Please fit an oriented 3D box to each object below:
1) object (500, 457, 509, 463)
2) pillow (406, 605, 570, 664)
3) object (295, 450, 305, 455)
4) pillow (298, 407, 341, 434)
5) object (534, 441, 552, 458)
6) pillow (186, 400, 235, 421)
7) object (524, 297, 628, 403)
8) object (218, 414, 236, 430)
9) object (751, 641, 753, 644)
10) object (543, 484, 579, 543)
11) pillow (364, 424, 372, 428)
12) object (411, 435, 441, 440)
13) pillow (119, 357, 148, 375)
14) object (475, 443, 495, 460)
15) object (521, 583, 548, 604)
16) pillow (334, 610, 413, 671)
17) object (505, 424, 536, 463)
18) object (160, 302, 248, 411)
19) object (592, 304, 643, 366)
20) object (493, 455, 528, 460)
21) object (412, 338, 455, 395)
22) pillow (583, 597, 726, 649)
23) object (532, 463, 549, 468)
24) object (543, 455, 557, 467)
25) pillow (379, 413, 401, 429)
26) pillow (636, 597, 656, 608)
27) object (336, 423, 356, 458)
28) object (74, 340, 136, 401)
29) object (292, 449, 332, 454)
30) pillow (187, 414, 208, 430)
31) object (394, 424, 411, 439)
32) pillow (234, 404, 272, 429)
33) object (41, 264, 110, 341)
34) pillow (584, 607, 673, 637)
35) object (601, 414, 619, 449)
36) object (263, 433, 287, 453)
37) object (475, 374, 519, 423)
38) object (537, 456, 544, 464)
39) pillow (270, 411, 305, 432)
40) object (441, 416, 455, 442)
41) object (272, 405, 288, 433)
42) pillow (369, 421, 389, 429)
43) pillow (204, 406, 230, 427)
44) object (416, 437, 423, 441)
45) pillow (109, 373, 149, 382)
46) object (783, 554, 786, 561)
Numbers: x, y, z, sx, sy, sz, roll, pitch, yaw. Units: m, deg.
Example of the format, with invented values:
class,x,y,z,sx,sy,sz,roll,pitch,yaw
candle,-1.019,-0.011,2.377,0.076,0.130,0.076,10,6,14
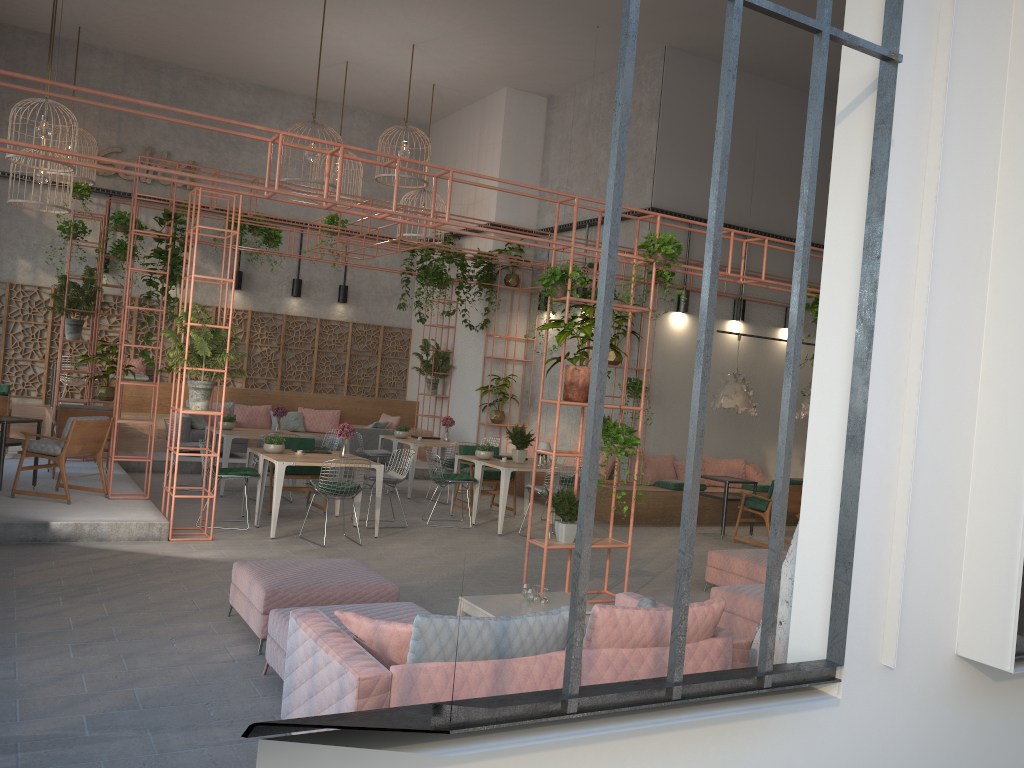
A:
class,x,y,z,sx,sy,sz,roll,pitch,yaw
object,-0.100,0.985,11.559,0.115,0.078,0.115,5,0,-24
pillow,-0.109,1.235,4.028,0.836,0.476,0.273,5,0,-29
object,-2.476,0.798,10.349,0.115,0.073,0.115,5,0,-35
pillow,-3.792,0.718,17.361,0.839,0.474,0.276,5,0,-9
object,0.402,0.916,11.714,0.241,0.313,0.241,5,0,15
pillow,-5.290,0.538,15.564,0.839,0.474,0.276,5,0,-29
object,0.566,-0.319,7.798,0.924,0.946,0.923,5,0,26
object,-4.117,0.537,12.810,0.252,0.247,0.247,5,0,-30
object,1.533,1.602,5.300,0.225,0.464,0.236,5,0,38
object,0.478,1.145,7.907,0.368,0.527,0.438,5,0,-30
pillow,-2.633,0.840,16.400,0.479,0.317,0.441,5,0,42
object,-1.422,0.880,14.607,0.427,0.031,0.268,5,0,-30
pillow,-7.013,-0.332,16.408,0.499,0.324,0.307,5,0,-15
object,-0.359,0.873,11.713,0.254,0.247,0.248,5,0,-30
object,0.150,1.428,5.946,0.156,0.145,0.199,5,0,-15
pillow,-0.560,1.241,4.144,0.495,0.349,0.308,5,0,20
object,0.092,0.771,11.656,0.368,0.527,0.438,5,0,-30
object,-3.214,-0.282,9.190,0.900,1.100,0.894,5,0,-1
object,1.515,-0.755,13.220,0.903,0.947,0.934,5,0,22
object,-0.029,1.009,12.155,0.427,0.031,0.268,5,0,-30
object,-1.561,-0.345,17.497,0.900,1.097,0.894,5,0,-1
pillow,0.681,1.302,4.467,0.839,0.474,0.276,5,0,-29
object,0.365,1.038,11.260,0.218,0.041,0.218,5,0,-21
object,0.531,0.999,11.638,0.210,0.154,0.165,5,0,-40
pillow,-2.337,0.801,16.429,0.273,0.476,0.836,5,0,-29
pillow,0.668,1.382,4.983,0.307,0.324,0.500,5,0,5
object,-1.972,0.661,10.471,0.225,0.414,0.213,5,0,-37
object,-5.962,-0.214,12.962,0.903,0.923,0.934,5,0,27
object,-2.431,0.824,10.760,0.427,0.031,0.268,5,0,-30
pillow,-5.292,0.621,15.049,0.307,0.324,0.499,5,0,5
object,-1.752,0.744,14.165,0.254,0.247,0.248,5,0,-30
pillow,-4.900,0.622,16.727,0.839,0.474,0.276,5,0,-39
object,-6.318,-1.184,12.908,0.900,1.101,0.894,5,0,24
pillow,0.616,1.328,4.605,0.666,0.385,0.289,5,0,-29
object,1.406,0.709,13.354,0.368,0.527,0.438,5,0,-30
object,-2.760,0.688,10.319,0.252,0.247,0.247,5,0,-30
object,-0.286,0.256,16.268,0.903,0.919,0.934,5,0,32
object,0.362,0.997,11.502,0.095,0.119,0.095,5,0,-5
pillow,-4.312,0.720,17.042,0.666,0.385,0.289,5,0,-34
object,-1.045,0.722,14.375,0.225,0.414,0.213,5,0,-37
object,-3.417,0.514,13.017,0.225,0.414,0.213,5,0,-37
pillow,-2.456,0.837,15.981,0.308,0.349,0.495,5,0,20
pillow,-5.231,0.576,15.426,0.666,0.385,0.289,5,0,-29
object,-1.449,0.859,13.934,0.115,0.078,0.115,5,0,-24
pillow,-6.969,-0.120,16.123,0.637,0.149,0.491,5,0,-29
object,1.617,1.215,5.164,0.216,0.430,0.219,5,0,-36
